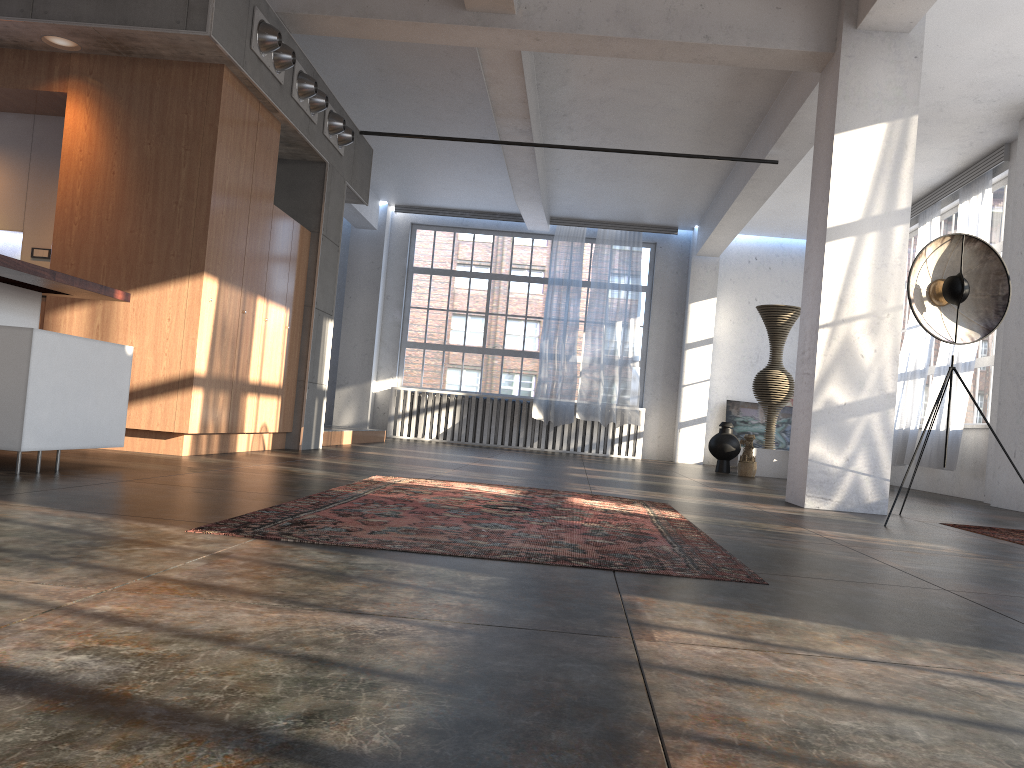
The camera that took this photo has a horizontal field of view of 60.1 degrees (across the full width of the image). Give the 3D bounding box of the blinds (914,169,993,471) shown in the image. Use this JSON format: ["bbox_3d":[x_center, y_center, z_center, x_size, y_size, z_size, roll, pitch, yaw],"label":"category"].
[{"bbox_3d":[5.321,-0.800,10.562,0.360,3.673,1.034,5,-2,3],"label":"blinds"}]

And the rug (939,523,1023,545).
[{"bbox_3d":[3.657,0.931,4.357,1.813,0.009,3.136,5,-3,3],"label":"rug"}]

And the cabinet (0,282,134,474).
[{"bbox_3d":[-4.928,-0.255,4.460,5.639,0.930,0.924,5,-2,2],"label":"cabinet"}]

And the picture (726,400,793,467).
[{"bbox_3d":[4.295,0.889,14.951,1.431,1.141,0.305,5,-2,0],"label":"picture"}]

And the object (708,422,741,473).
[{"bbox_3d":[2.913,0.868,12.136,0.452,0.693,0.434,6,-2,-33],"label":"object"}]

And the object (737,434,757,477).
[{"bbox_3d":[2.999,0.941,11.262,0.235,0.600,0.224,4,-2,31],"label":"object"}]

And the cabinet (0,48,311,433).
[{"bbox_3d":[-6.042,-1.223,7.371,8.094,2.561,2.384,5,-2,2],"label":"cabinet"}]

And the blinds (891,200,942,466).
[{"bbox_3d":[5.421,-0.734,11.900,0.314,3.711,1.027,5,-2,3],"label":"blinds"}]

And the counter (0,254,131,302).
[{"bbox_3d":[-5.533,-0.335,4.490,6.645,0.971,1.144,5,-2,2],"label":"counter"}]

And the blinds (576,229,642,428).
[{"bbox_3d":[1.722,-1.021,14.656,1.055,3.499,1.002,5,-2,3],"label":"blinds"}]

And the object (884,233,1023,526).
[{"bbox_3d":[2.866,-0.022,5.878,1.054,1.918,1.183,5,-2,3],"label":"object"}]

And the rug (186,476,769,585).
[{"bbox_3d":[-0.042,0.591,4.155,1.851,0.029,2.892,5,-3,3],"label":"rug"}]

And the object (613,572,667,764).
[{"bbox_3d":[-8.533,0.079,5.511,27.159,0.001,19.789,5,-3,3],"label":"object"}]

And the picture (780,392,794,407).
[{"bbox_3d":[4.843,0.812,15.040,1.145,1.386,0.254,5,-2,2],"label":"picture"}]

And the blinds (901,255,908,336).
[{"bbox_3d":[5.491,-0.685,13.091,0.339,3.695,1.036,5,-2,1],"label":"blinds"}]

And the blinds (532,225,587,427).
[{"bbox_3d":[0.830,-1.055,14.820,0.691,3.557,0.878,5,-2,2],"label":"blinds"}]

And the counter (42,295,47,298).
[{"bbox_3d":[-5.364,-0.764,6.959,4.453,0.039,1.610,5,-3,2],"label":"counter"}]

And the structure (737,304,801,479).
[{"bbox_3d":[3.584,0.118,12.134,0.675,2.325,0.752,5,-2,3],"label":"structure"}]
